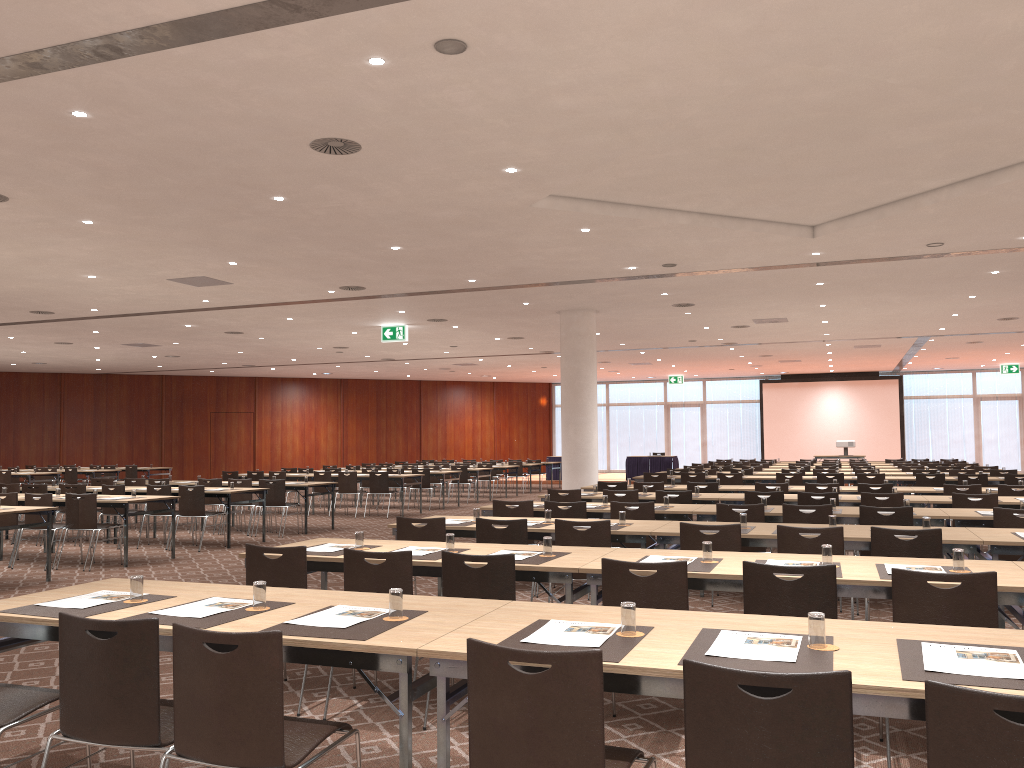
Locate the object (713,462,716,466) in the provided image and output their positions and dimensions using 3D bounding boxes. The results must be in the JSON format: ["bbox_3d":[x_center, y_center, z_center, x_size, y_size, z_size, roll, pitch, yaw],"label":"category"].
[{"bbox_3d":[5.083,2.012,22.269,0.054,0.114,0.054,0,-3,-13],"label":"object"}]

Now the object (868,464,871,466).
[{"bbox_3d":[7.724,1.790,19.169,0.054,0.114,0.054,2,-4,-36],"label":"object"}]

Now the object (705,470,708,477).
[{"bbox_3d":[3.606,1.657,16.438,0.054,0.114,0.054,2,-4,-36],"label":"object"}]

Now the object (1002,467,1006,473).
[{"bbox_3d":[9.156,1.608,16.506,0.054,0.114,0.054,0,-3,-13],"label":"object"}]

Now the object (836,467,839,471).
[{"bbox_3d":[6.431,1.698,17.510,0.054,0.114,0.054,0,-3,-13],"label":"object"}]

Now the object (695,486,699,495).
[{"bbox_3d":[2.304,1.329,11.046,0.054,0.114,0.054,-2,-4,31],"label":"object"}]

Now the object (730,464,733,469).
[{"bbox_3d":[5.001,1.881,20.183,0.054,0.114,0.054,2,-4,-36],"label":"object"}]

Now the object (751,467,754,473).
[{"bbox_3d":[4.900,1.749,18.086,0.054,0.114,0.054,0,-3,-13],"label":"object"}]

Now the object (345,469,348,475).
[{"bbox_3d":[-3.563,1.895,19.089,0.054,0.114,0.054,0,-3,-13],"label":"object"}]

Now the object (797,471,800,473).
[{"bbox_3d":[5.121,1.606,15.860,0.054,0.114,0.054,0,-3,-13],"label":"object"}]

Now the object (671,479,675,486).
[{"bbox_3d":[2.391,1.461,13.151,0.054,0.114,0.054,-2,-4,31],"label":"object"}]

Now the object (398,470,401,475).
[{"bbox_3d":[-2.360,1.854,18.628,0.054,0.114,0.054,0,-3,-13],"label":"object"}]

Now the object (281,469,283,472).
[{"bbox_3d":[-5.089,1.945,19.640,0.054,0.114,0.054,2,-4,-36],"label":"object"}]

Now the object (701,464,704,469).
[{"bbox_3d":[4.382,1.900,20.398,0.054,0.114,0.054,0,-3,-13],"label":"object"}]

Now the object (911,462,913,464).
[{"bbox_3d":[9.342,1.871,20.699,0.054,0.114,0.054,2,-4,-36],"label":"object"}]

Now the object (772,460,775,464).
[{"bbox_3d":[6.990,2.084,23.703,0.054,0.114,0.054,2,-4,-36],"label":"object"}]

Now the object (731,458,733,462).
[{"bbox_3d":[6.462,2.236,26.019,0.054,0.114,0.054,0,-3,-13],"label":"object"}]

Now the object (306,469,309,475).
[{"bbox_3d":[-4.475,1.925,19.425,0.054,0.114,0.054,2,-4,-36],"label":"object"}]

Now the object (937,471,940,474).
[{"bbox_3d":[7.258,1.536,15.083,0.054,0.114,0.054,2,-4,-36],"label":"object"}]

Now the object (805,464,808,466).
[{"bbox_3d":[6.511,1.830,19.610,0.054,0.114,0.054,2,-4,-36],"label":"object"}]

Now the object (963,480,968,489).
[{"bbox_3d":[6.033,1.341,11.806,0.054,0.114,0.054,-2,-4,31],"label":"object"}]

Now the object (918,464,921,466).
[{"bbox_3d":[8.649,1.760,18.830,0.054,0.114,0.054,2,-4,-36],"label":"object"}]

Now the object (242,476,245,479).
[{"bbox_3d":[-4.787,1.699,15.807,0.054,0.114,0.054,-1,-3,9],"label":"object"}]

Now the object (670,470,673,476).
[{"bbox_3d":[2.993,1.678,16.666,0.054,0.114,0.054,0,-3,-13],"label":"object"}]

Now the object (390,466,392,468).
[{"bbox_3d":[-2.862,2.006,20.959,0.054,0.114,0.054,0,-3,-13],"label":"object"}]

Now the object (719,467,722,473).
[{"bbox_3d":[4.301,1.768,18.297,0.054,0.114,0.054,0,-3,-13],"label":"object"}]

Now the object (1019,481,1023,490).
[{"bbox_3d":[6.651,1.321,11.586,0.054,0.114,0.054,2,-4,-36],"label":"object"}]

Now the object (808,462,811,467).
[{"bbox_3d":[7.209,1.942,21.487,0.054,0.114,0.054,2,-4,-36],"label":"object"}]

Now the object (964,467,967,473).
[{"bbox_3d":[8.563,1.628,16.731,0.054,0.114,0.054,2,-4,-36],"label":"object"}]

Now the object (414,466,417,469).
[{"bbox_3d":[-2.255,1.986,20.733,0.054,0.114,0.054,0,-3,-13],"label":"object"}]

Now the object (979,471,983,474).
[{"bbox_3d":[7.854,1.516,14.858,0.054,0.114,0.054,2,-4,-36],"label":"object"}]

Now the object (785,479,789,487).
[{"bbox_3d":[3.910,1.411,12.593,0.054,0.114,0.054,-1,-3,9],"label":"object"}]

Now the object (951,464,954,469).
[{"bbox_3d":[9.245,1.740,18.611,0.054,0.114,0.054,2,-4,-36],"label":"object"}]

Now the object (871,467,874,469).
[{"bbox_3d":[7.036,1.678,17.290,0.054,0.114,0.054,0,-3,-13],"label":"object"}]

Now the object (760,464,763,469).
[{"bbox_3d":[5.607,1.860,19.949,0.054,0.114,0.054,2,-4,-36],"label":"object"}]

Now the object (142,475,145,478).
[{"bbox_3d":[-6.901,1.769,16.594,0.054,0.114,0.054,2,-4,-36],"label":"object"}]

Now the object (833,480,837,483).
[{"bbox_3d":[4.507,1.391,12.368,0.054,0.114,0.054,-1,-3,9],"label":"object"}]

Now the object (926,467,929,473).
[{"bbox_3d":[7.943,1.647,16.948,0.054,0.114,0.054,2,-4,-36],"label":"object"}]

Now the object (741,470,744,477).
[{"bbox_3d":[4.213,1.636,16.198,0.054,0.114,0.054,2,-4,-36],"label":"object"}]

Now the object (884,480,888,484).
[{"bbox_3d":[5.121,1.370,12.137,0.054,0.114,0.054,-1,-3,9],"label":"object"}]

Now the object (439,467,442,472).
[{"bbox_3d":[-1.648,1.965,20.493,0.054,0.114,0.054,0,-3,-13],"label":"object"}]

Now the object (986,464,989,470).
[{"bbox_3d":[9.851,1.719,18.376,0.054,0.114,0.054,0,-3,-13],"label":"object"}]

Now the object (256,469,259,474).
[{"bbox_3d":[-5.696,1.965,19.867,0.054,0.114,0.054,2,-4,-36],"label":"object"}]

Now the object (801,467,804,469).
[{"bbox_3d":[5.814,1.719,17.748,0.054,0.114,0.054,0,-3,-13],"label":"object"}]

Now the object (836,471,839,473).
[{"bbox_3d":[5.738,1.586,15.643,0.054,0.114,0.054,0,-3,-13],"label":"object"}]

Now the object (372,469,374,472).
[{"bbox_3d":[-2.953,1.874,18.861,0.054,0.114,0.054,0,-3,-13],"label":"object"}]

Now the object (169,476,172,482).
[{"bbox_3d":[-6.301,1.749,16.360,0.054,0.114,0.054,2,-4,-36],"label":"object"}]

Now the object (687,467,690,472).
[{"bbox_3d":[3.692,1.789,18.535,0.054,0.114,0.054,0,-3,-13],"label":"object"}]

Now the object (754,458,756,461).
[{"bbox_3d":[7.072,2.216,25.802,0.054,0.114,0.054,2,-4,-36],"label":"object"}]

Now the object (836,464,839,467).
[{"bbox_3d":[7.112,1.810,19.385,0.054,0.114,0.054,2,-4,-36],"label":"object"}]

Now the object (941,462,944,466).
[{"bbox_3d":[9.943,1.851,20.470,0.054,0.114,0.054,2,-4,-36],"label":"object"}]

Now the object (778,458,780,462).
[{"bbox_3d":[7.693,2.196,25.574,0.054,0.114,0.054,2,-4,-36],"label":"object"}]

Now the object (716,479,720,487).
[{"bbox_3d":[3.006,1.441,12.932,0.054,0.114,0.054,2,-4,-36],"label":"object"}]

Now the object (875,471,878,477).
[{"bbox_3d":[6.339,1.566,15.417,0.054,0.114,0.054,0,-3,-13],"label":"object"}]

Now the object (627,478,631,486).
[{"bbox_3d":[1.768,1.481,13.375,0.054,0.114,0.054,-1,-3,9],"label":"object"}]
